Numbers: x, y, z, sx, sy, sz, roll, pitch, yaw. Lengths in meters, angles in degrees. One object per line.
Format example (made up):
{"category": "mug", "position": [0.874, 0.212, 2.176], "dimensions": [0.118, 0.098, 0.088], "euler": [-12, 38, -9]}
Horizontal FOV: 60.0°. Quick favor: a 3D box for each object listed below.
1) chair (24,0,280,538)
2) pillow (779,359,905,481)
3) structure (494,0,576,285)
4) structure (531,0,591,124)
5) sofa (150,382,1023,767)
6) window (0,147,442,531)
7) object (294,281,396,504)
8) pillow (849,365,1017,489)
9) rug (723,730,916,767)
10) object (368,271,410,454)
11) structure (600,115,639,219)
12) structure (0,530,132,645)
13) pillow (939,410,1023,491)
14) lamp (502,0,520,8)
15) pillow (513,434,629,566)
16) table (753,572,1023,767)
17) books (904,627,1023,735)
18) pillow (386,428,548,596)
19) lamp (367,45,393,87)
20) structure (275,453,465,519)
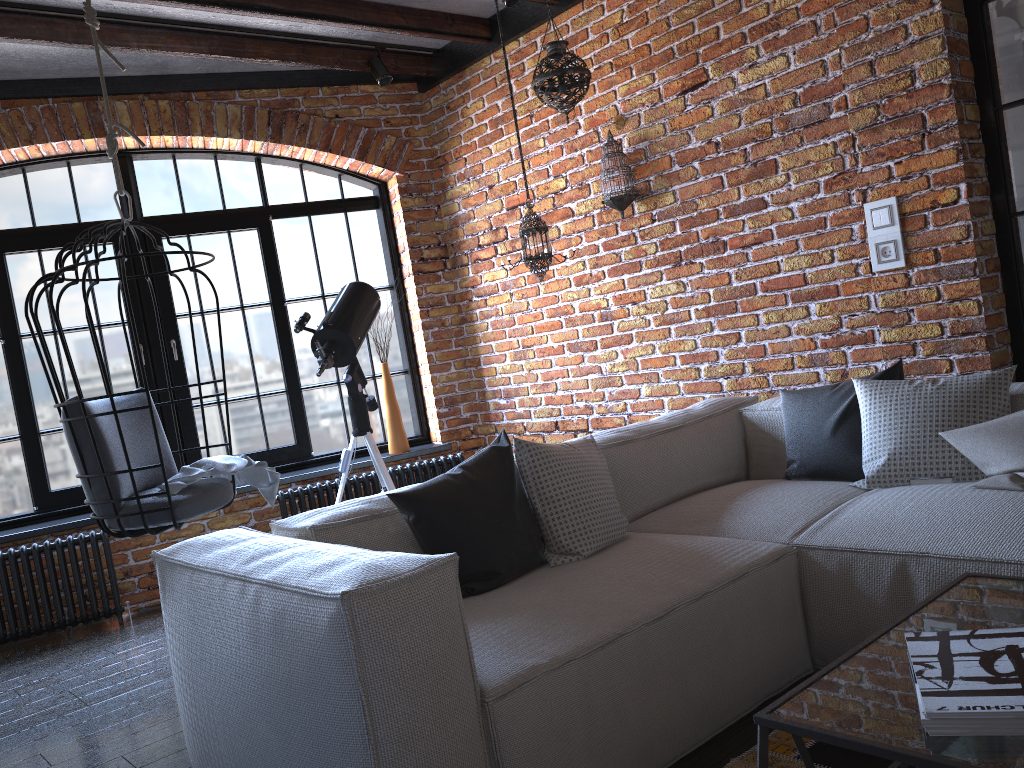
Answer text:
{"category": "chair", "position": [-1.488, -0.498, 3.368], "dimensions": [0.682, 2.221, 0.802], "euler": [-9, 3, 5]}
{"category": "pillow", "position": [1.125, 0.142, 3.057], "dimensions": [0.510, 0.400, 0.263], "euler": [-7, 4, 44]}
{"category": "structure", "position": [0.031, -1.187, 4.273], "dimensions": [0.388, 1.437, 0.338], "euler": [-12, 4, -39]}
{"category": "structure", "position": [0.185, -1.535, 3.897], "dimensions": [0.265, 0.779, 0.273], "euler": [-9, 3, 0]}
{"category": "sofa", "position": [1.051, 0.454, 1.894], "dimensions": [2.534, 0.698, 3.302], "euler": [-12, 3, -40]}
{"category": "window", "position": [-1.994, -0.342, 4.916], "dimensions": [3.291, 2.233, 0.177], "euler": [-11, 3, -22]}
{"category": "object", "position": [-0.788, 0.241, 4.258], "dimensions": [0.570, 1.472, 0.616], "euler": [-10, 3, -14]}
{"category": "pillow", "position": [1.303, 0.141, 2.762], "dimensions": [0.496, 0.354, 0.293], "euler": [-8, 3, 36]}
{"category": "rug", "position": [0.995, 0.830, 0.914], "dimensions": [1.431, 0.013, 2.365], "euler": [-12, 3, -40]}
{"category": "object", "position": [-0.685, -0.128, 5.140], "dimensions": [0.270, 1.054, 0.299], "euler": [-10, 3, -19]}
{"category": "structure", "position": [0.477, -1.003, 4.097], "dimensions": [0.169, 0.482, 0.169], "euler": [-12, 4, -40]}
{"category": "structure", "position": [-2.421, 1.026, 4.166], "dimensions": [1.115, 0.476, 0.106], "euler": [-10, 3, -22]}
{"category": "pillow", "position": [1.491, 0.153, 2.438], "dimensions": [0.485, 0.314, 0.358], "euler": [-9, 3, 3]}
{"category": "lamp", "position": [-0.034, -1.767, 3.908], "dimensions": [0.134, 0.208, 0.090], "euler": [-9, 3, 18]}
{"category": "pillow", "position": [0.185, 0.319, 2.699], "dimensions": [0.250, 0.402, 0.543], "euler": [-8, 3, 32]}
{"category": "table", "position": [0.929, 0.611, 1.312], "dimensions": [0.842, 0.389, 0.849], "euler": [-12, 3, -40]}
{"category": "books", "position": [0.718, 0.435, 1.320], "dimensions": [0.225, 0.038, 0.308], "euler": [-9, 3, 20]}
{"category": "pillow", "position": [-0.087, 0.359, 2.502], "dimensions": [0.239, 0.417, 0.538], "euler": [-7, 3, 40]}
{"category": "lamp", "position": [-0.708, -1.690, 4.724], "dimensions": [0.134, 0.208, 0.093], "euler": [-8, 3, 26]}
{"category": "structure", "position": [-0.724, 0.712, 4.891], "dimensions": [1.115, 0.476, 0.106], "euler": [-10, 3, -22]}
